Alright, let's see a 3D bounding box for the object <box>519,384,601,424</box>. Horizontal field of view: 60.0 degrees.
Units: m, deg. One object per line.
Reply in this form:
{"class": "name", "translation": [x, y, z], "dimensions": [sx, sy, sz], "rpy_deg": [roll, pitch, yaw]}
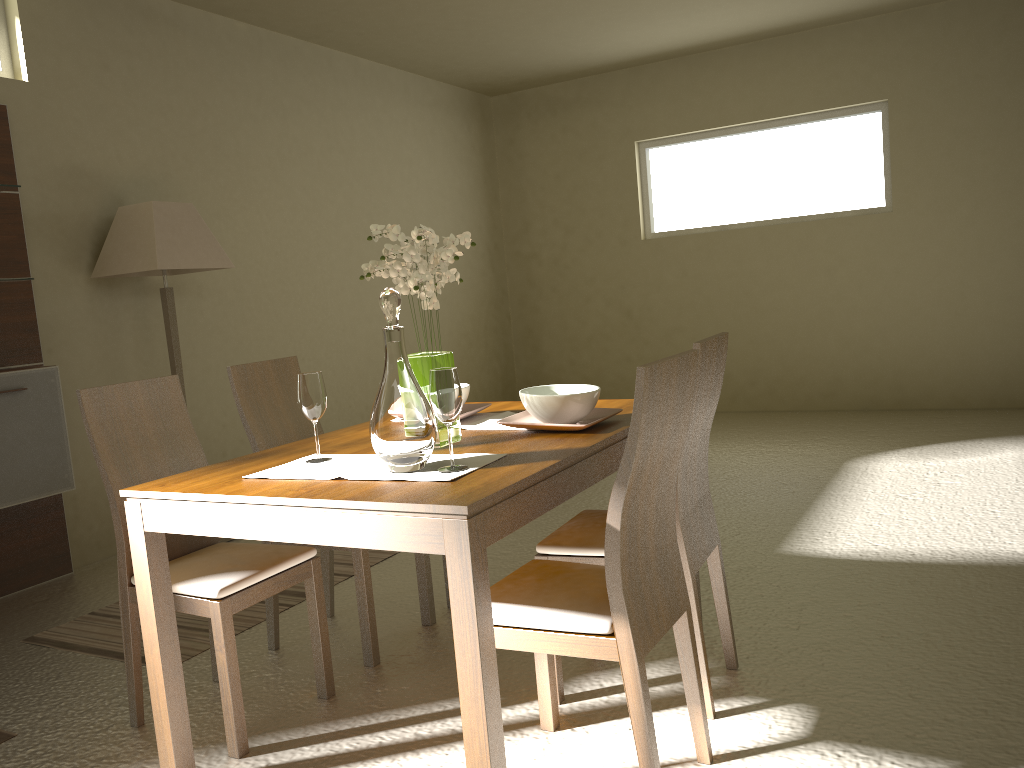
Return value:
{"class": "object", "translation": [0.140, 0.063, 2.535], "dimensions": [0.232, 0.107, 0.233], "rpy_deg": [0, 8, 40]}

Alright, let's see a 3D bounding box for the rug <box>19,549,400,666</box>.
{"class": "rug", "translation": [-1.169, 0.886, 3.954], "dimensions": [0.843, 0.010, 1.613], "rpy_deg": [-2, 7, 29]}

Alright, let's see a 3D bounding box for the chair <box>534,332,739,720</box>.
{"class": "chair", "translation": [0.370, 0.384, 2.579], "dimensions": [0.507, 1.017, 0.404], "rpy_deg": [-2, 7, 26]}

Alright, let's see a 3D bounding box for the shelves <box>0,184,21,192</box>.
{"class": "shelves", "translation": [-2.869, -0.709, 2.918], "dimensions": [0.255, 0.008, 2.463], "rpy_deg": [-2, 7, 29]}

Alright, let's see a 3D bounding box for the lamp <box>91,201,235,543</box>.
{"class": "lamp", "translation": [-1.746, -0.033, 4.632], "dimensions": [0.499, 1.782, 0.499], "rpy_deg": [-2, 7, 29]}

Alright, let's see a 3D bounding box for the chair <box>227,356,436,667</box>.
{"class": "chair", "translation": [-0.638, 0.411, 3.159], "dimensions": [0.507, 1.017, 0.404], "rpy_deg": [-2, 7, 26]}

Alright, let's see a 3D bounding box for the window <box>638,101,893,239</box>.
{"class": "window", "translation": [2.051, -1.721, 7.338], "dimensions": [2.025, 0.848, 0.100], "rpy_deg": [-2, 7, 29]}

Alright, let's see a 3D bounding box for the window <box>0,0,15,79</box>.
{"class": "window", "translation": [-0.640, -0.396, 1.351], "dimensions": [6.429, 3.000, 4.466], "rpy_deg": [-2, 7, 26]}

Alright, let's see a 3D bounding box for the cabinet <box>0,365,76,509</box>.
{"class": "cabinet", "translation": [-2.724, 0.366, 3.003], "dimensions": [0.372, 0.570, 2.463], "rpy_deg": [-2, 7, 29]}

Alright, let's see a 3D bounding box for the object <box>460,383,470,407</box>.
{"class": "object", "translation": [-0.246, 0.063, 2.849], "dimensions": [0.233, 0.101, 0.233], "rpy_deg": [-3, 6, 18]}

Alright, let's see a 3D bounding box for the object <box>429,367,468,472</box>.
{"class": "object", "translation": [-0.145, 0.080, 2.021], "dimensions": [0.075, 0.232, 0.075], "rpy_deg": [-6, 6, -12]}

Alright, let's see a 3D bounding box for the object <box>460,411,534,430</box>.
{"class": "object", "translation": [-0.087, 0.113, 2.783], "dimensions": [0.589, 0.010, 0.287], "rpy_deg": [-1, 7, 32]}

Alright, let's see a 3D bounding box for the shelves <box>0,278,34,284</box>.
{"class": "shelves", "translation": [-2.834, -0.304, 2.960], "dimensions": [0.255, 0.008, 2.463], "rpy_deg": [-2, 7, 29]}

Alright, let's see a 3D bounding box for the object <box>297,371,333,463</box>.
{"class": "object", "translation": [-0.514, 0.086, 2.306], "dimensions": [0.075, 0.232, 0.075], "rpy_deg": [-6, 6, -12]}

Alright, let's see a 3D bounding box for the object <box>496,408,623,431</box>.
{"class": "object", "translation": [0.141, 0.103, 2.540], "dimensions": [0.283, 0.041, 0.283], "rpy_deg": [-2, 7, 28]}

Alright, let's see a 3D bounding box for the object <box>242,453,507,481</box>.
{"class": "object", "translation": [-0.336, 0.199, 2.175], "dimensions": [0.589, 0.010, 0.287], "rpy_deg": [-2, 7, 26]}

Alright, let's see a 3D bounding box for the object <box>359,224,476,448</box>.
{"class": "object", "translation": [-0.245, -0.134, 2.401], "dimensions": [0.304, 0.608, 0.302], "rpy_deg": [-1, 7, 32]}

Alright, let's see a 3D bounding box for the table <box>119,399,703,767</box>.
{"class": "table", "translation": [-0.155, 0.544, 2.585], "dimensions": [1.000, 0.790, 1.411], "rpy_deg": [-2, 7, 29]}

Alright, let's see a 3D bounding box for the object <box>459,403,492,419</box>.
{"class": "object", "translation": [-0.243, 0.103, 2.853], "dimensions": [0.283, 0.033, 0.283], "rpy_deg": [-3, 6, 23]}

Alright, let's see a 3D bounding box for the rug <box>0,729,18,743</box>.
{"class": "rug", "translation": [-2.237, 1.166, 2.167], "dimensions": [0.842, 0.007, 1.613], "rpy_deg": [-2, 7, 30]}

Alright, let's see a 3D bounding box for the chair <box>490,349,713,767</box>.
{"class": "chair", "translation": [0.174, 0.452, 2.093], "dimensions": [0.507, 1.017, 0.404], "rpy_deg": [-2, 7, 30]}

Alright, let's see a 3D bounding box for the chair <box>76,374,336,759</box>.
{"class": "chair", "translation": [-0.907, 0.490, 2.639], "dimensions": [0.507, 1.017, 0.404], "rpy_deg": [-2, 7, 29]}

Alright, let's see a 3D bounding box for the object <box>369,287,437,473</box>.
{"class": "object", "translation": [-0.265, -0.012, 2.061], "dimensions": [0.156, 0.426, 0.156], "rpy_deg": [-7, 6, -20]}
